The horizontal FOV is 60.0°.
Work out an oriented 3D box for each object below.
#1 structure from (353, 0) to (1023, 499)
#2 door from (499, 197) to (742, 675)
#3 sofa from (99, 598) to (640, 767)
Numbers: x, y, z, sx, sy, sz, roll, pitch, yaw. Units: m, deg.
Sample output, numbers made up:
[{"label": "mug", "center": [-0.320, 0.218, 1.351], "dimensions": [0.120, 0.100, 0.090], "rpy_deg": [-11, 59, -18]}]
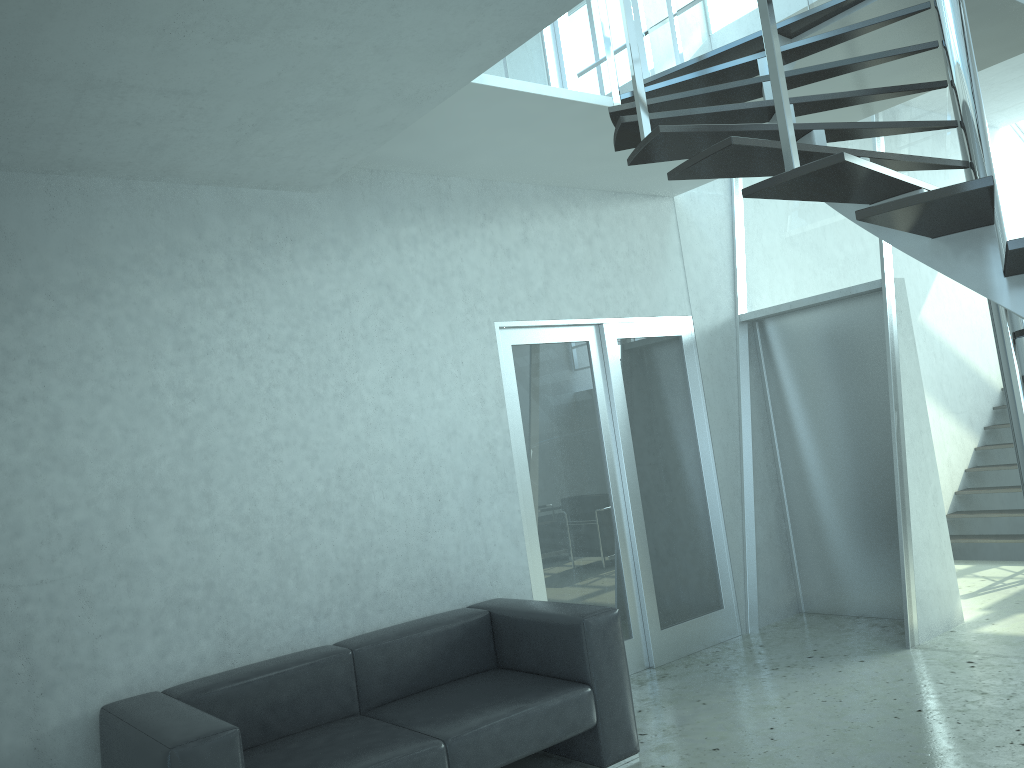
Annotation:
[{"label": "structure", "center": [1.317, -0.584, 3.664], "dimensions": [2.655, 4.156, 3.780], "rpy_deg": [-5, -5, -38]}, {"label": "door", "center": [0.768, 0.354, 6.113], "dimensions": [1.162, 3.200, 2.576], "rpy_deg": [-9, -4, 10]}, {"label": "sofa", "center": [-0.519, 1.429, 3.677], "dimensions": [2.025, 0.652, 0.943], "rpy_deg": [-5, -5, -38]}]
